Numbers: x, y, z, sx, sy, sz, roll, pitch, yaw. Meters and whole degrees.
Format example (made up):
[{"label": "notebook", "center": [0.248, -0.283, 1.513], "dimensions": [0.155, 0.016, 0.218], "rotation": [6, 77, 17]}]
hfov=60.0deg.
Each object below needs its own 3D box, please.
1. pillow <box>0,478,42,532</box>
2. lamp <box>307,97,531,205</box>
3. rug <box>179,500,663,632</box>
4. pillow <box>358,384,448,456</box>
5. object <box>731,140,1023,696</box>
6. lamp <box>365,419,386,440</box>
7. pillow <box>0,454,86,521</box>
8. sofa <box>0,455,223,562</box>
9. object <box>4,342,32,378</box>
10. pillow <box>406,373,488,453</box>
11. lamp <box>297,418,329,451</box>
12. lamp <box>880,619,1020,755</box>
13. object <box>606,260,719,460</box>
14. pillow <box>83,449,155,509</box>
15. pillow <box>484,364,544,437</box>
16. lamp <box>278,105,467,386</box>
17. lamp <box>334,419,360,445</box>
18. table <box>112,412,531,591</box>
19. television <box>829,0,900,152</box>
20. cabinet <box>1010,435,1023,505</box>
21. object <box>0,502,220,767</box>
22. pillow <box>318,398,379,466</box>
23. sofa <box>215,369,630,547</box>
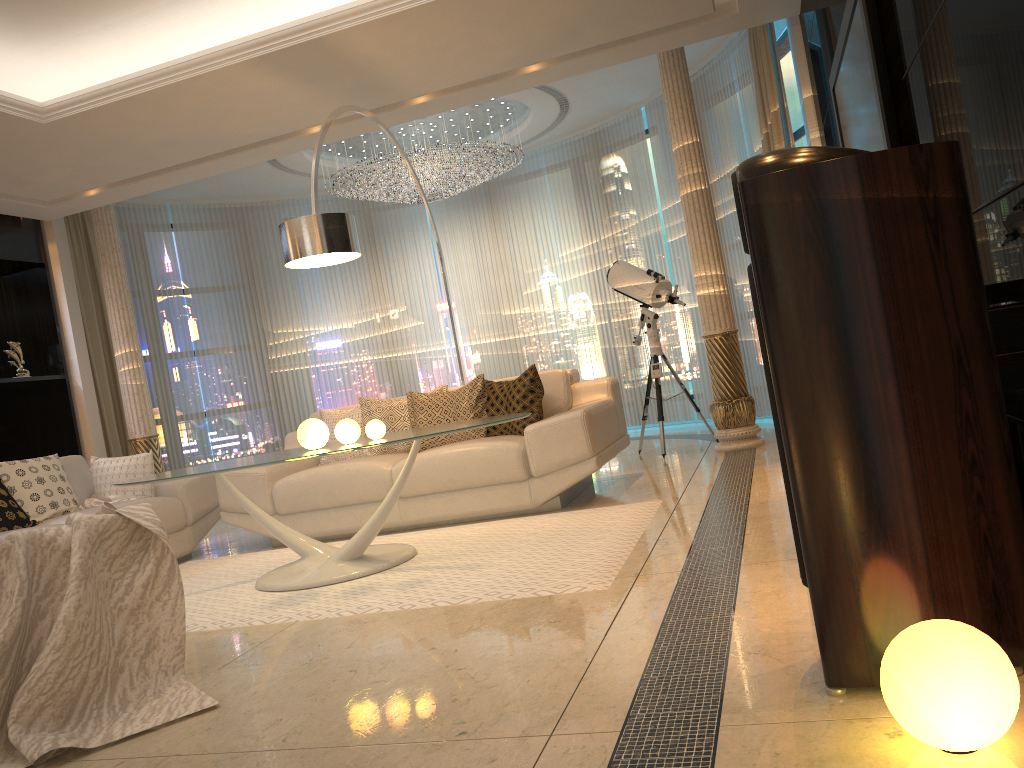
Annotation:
[{"label": "pillow", "center": [-2.828, 0.638, 4.739], "dimensions": [0.323, 0.355, 0.524], "rotation": [-10, 0, 17]}, {"label": "lamp", "center": [-0.806, -2.008, 8.103], "dimensions": [2.109, 0.685, 2.109], "rotation": [-10, 0, -28]}, {"label": "rug", "center": [-0.812, 0.871, 4.144], "dimensions": [2.900, 0.020, 1.661], "rotation": [-10, 0, 16]}, {"label": "pillow", "center": [-0.658, 0.247, 5.587], "dimensions": [0.587, 0.429, 0.288], "rotation": [-10, 0, -8]}, {"label": "object", "center": [0.784, 0.037, 1.851], "dimensions": [0.468, 1.127, 0.285], "rotation": [-10, 0, 17]}, {"label": "lamp", "center": [-0.609, 0.203, 3.961], "dimensions": [0.090, 0.091, 0.090], "rotation": [-10, 0, -23]}, {"label": "pillow", "center": [-2.742, 0.605, 5.189], "dimensions": [0.255, 0.399, 0.526], "rotation": [-10, 0, 17]}, {"label": "sofa", "center": [-2.731, 0.830, 4.786], "dimensions": [1.145, 0.754, 2.328], "rotation": [-10, 0, 17]}, {"label": "object", "center": [-3.835, -0.181, 6.871], "dimensions": [0.116, 0.293, 0.182], "rotation": [-10, 0, 14]}, {"label": "pillow", "center": [-0.379, 0.193, 5.426], "dimensions": [0.575, 0.436, 0.301], "rotation": [-10, 0, 23]}, {"label": "lamp", "center": [-0.908, 0.229, 4.050], "dimensions": [0.143, 0.143, 0.143], "rotation": [-10, 0, 1]}, {"label": "lamp", "center": [0.742, 0.511, 1.509], "dimensions": [0.212, 0.214, 0.213], "rotation": [-10, 0, -23]}, {"label": "object", "center": [1.027, -0.215, 6.413], "dimensions": [0.616, 1.471, 0.570], "rotation": [-10, 0, 23]}, {"label": "pillow", "center": [-2.415, 0.573, 5.394], "dimensions": [0.521, 0.325, 0.281], "rotation": [-10, 0, 26]}, {"label": "pillow", "center": [-0.006, 0.128, 5.287], "dimensions": [0.301, 0.436, 0.575], "rotation": [-10, 1, -42]}, {"label": "lamp", "center": [-0.702, -0.433, 5.354], "dimensions": [0.393, 2.519, 2.009], "rotation": [-10, 0, 17]}, {"label": "lamp", "center": [-0.742, 0.214, 4.001], "dimensions": [0.115, 0.115, 0.115], "rotation": [-10, 1, 42]}, {"label": "table", "center": [-0.884, 0.584, 4.158], "dimensions": [2.140, 0.565, 0.999], "rotation": [-10, 0, 16]}, {"label": "television", "center": [1.357, -0.941, 3.403], "dimensions": [0.055, 0.839, 1.358], "rotation": [-10, 0, 17]}, {"label": "cabinet", "center": [1.372, 0.267, 3.440], "dimensions": [0.416, 0.444, 2.842], "rotation": [-10, 0, 17]}, {"label": "object", "center": [-1.574, 0.719, 2.726], "dimensions": [0.972, 0.580, 1.347], "rotation": [-10, 1, -36]}, {"label": "pillow", "center": [-1.041, 0.316, 5.674], "dimensions": [0.463, 0.380, 0.222], "rotation": [-10, 0, 21]}, {"label": "sofa", "center": [-0.518, 0.431, 5.469], "dimensions": [2.328, 0.754, 1.145], "rotation": [-10, 0, 17]}]
